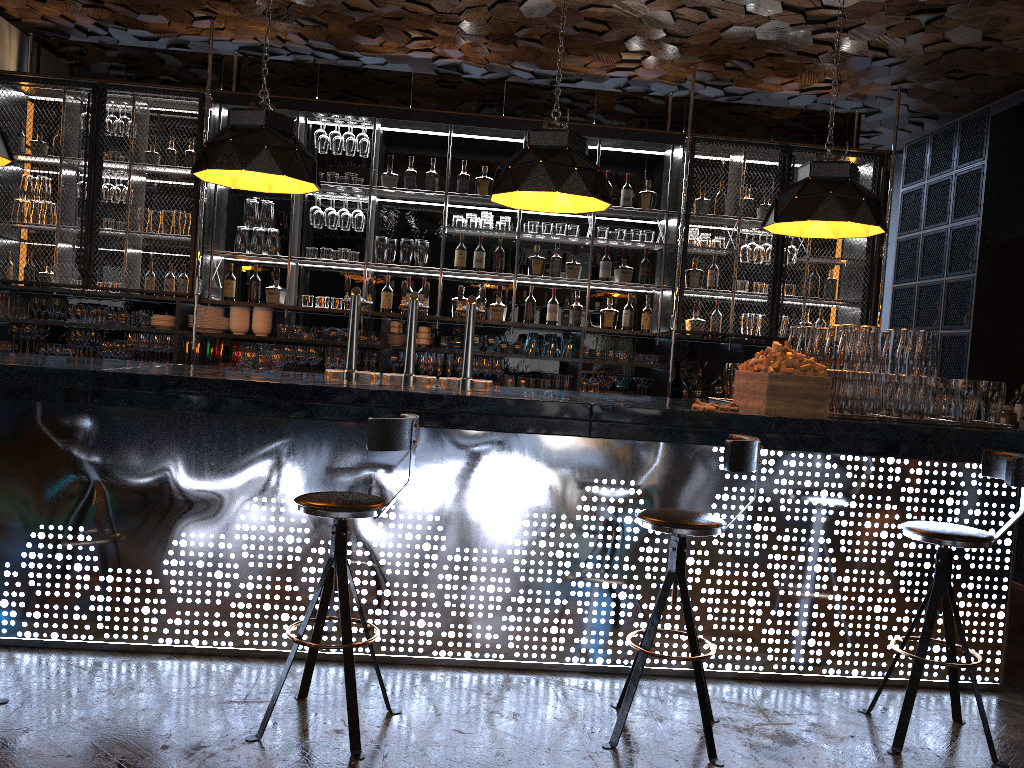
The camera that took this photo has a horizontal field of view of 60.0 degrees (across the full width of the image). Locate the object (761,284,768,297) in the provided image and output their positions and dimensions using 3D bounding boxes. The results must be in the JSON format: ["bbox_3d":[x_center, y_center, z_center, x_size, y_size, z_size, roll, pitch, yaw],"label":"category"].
[{"bbox_3d":[2.006,-0.749,7.102,0.089,0.092,0.089,3,2,-28],"label":"object"}]

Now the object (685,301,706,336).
[{"bbox_3d":[1.443,-0.511,6.973,0.123,0.279,0.123,4,2,-15],"label":"object"}]

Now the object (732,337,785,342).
[{"bbox_3d":[1.986,-0.342,6.977,0.437,0.019,0.273,4,2,-4],"label":"object"}]

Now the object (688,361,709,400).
[{"bbox_3d":[1.465,-0.016,6.923,0.170,0.313,0.170,4,2,-10],"label":"object"}]

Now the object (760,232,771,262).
[{"bbox_3d":[1.984,-1.080,6.909,0.092,0.244,0.092,4,2,-10],"label":"object"}]

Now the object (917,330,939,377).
[{"bbox_3d":[1.900,-0.140,4.059,0.105,0.209,0.105,5,2,21],"label":"object"}]

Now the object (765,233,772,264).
[{"bbox_3d":[2.071,-1.081,7.081,0.092,0.244,0.092,4,2,-10],"label":"object"}]

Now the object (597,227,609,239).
[{"bbox_3d":[0.698,-1.160,6.846,0.089,0.092,0.089,3,2,-18],"label":"object"}]

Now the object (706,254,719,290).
[{"bbox_3d":[1.588,-0.876,6.995,0.086,0.298,0.086,6,3,45],"label":"object"}]

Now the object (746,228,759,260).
[{"bbox_3d":[1.875,-1.088,6.901,0.092,0.244,0.092,4,2,-10],"label":"object"}]

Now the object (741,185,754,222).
[{"bbox_3d":[1.849,-1.423,6.977,0.083,0.282,0.083,4,2,-4],"label":"object"}]

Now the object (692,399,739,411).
[{"bbox_3d":[0.896,0.099,3.951,0.198,0.045,0.377,6,3,34],"label":"object"}]

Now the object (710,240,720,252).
[{"bbox_3d":[1.627,-1.101,7.075,0.089,0.092,0.089,5,2,21],"label":"object"}]

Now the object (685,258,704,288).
[{"bbox_3d":[1.434,-0.861,6.971,0.151,0.248,0.094,4,2,5],"label":"object"}]

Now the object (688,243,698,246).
[{"bbox_3d":[1.403,-1.110,6.882,0.089,0.092,0.089,5,2,21],"label":"object"}]

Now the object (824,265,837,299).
[{"bbox_3d":[2.534,-0.803,7.051,0.083,0.282,0.083,4,2,6],"label":"object"}]

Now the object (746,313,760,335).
[{"bbox_3d":[1.880,-0.444,6.930,0.105,0.209,0.105,3,2,-19],"label":"object"}]

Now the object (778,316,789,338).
[{"bbox_3d":[2.108,-0.428,6.950,0.105,0.209,0.105,3,2,-19],"label":"object"}]

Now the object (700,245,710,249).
[{"bbox_3d":[1.506,-1.104,6.914,0.089,0.092,0.089,5,2,21],"label":"object"}]

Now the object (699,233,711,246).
[{"bbox_3d":[1.507,-1.124,6.913,0.089,0.092,0.089,5,2,21],"label":"object"}]

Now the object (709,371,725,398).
[{"bbox_3d":[1.607,0.029,6.878,0.158,0.248,0.158,4,2,-10],"label":"object"}]

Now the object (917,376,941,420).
[{"bbox_3d":[1.889,0.071,4.015,0.105,0.209,0.105,5,2,21],"label":"object"}]

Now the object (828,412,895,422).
[{"bbox_3d":[1.543,0.139,4.111,0.273,0.019,0.437,4,2,-4],"label":"object"}]

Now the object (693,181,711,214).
[{"bbox_3d":[1.488,-1.444,6.937,0.123,0.279,0.123,4,2,4],"label":"object"}]

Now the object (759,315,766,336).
[{"bbox_3d":[1.996,-0.438,7.001,0.105,0.209,0.105,3,2,-19],"label":"object"}]

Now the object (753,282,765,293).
[{"bbox_3d":[1.944,-0.750,6.985,0.089,0.092,0.089,4,2,-3],"label":"object"}]

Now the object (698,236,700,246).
[{"bbox_3d":[1.528,-1.129,7.073,0.089,0.092,0.089,3,2,-18],"label":"object"}]

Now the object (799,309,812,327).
[{"bbox_3d":[2.332,-0.453,7.052,0.083,0.282,0.083,3,2,-19],"label":"object"}]

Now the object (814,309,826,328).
[{"bbox_3d":[2.457,-0.452,7.074,0.086,0.298,0.086,6,3,45],"label":"object"}]

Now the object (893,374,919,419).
[{"bbox_3d":[1.779,0.064,3.994,0.105,0.209,0.105,5,2,21],"label":"object"}]

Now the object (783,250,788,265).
[{"bbox_3d":[2.174,-1.073,7.088,0.092,0.244,0.092,4,2,-10],"label":"object"}]

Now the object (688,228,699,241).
[{"bbox_3d":[1.406,-1.159,6.880,0.089,0.092,0.089,5,2,21],"label":"object"}]

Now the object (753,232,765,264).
[{"bbox_3d":[1.972,-1.087,7.073,0.092,0.244,0.092,4,2,-10],"label":"object"}]

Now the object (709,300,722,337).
[{"bbox_3d":[1.612,-0.512,7.002,0.086,0.299,0.086,6,3,45],"label":"object"}]

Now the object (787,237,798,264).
[{"bbox_3d":[2.186,-1.067,6.924,0.092,0.244,0.092,4,2,-10],"label":"object"}]

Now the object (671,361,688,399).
[{"bbox_3d":[1.288,-0.026,6.910,0.186,0.307,0.186,4,2,1],"label":"object"}]

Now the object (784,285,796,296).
[{"bbox_3d":[2.187,-0.732,6.987,0.089,0.092,0.089,3,2,-20],"label":"object"}]

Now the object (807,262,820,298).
[{"bbox_3d":[2.399,-0.821,7.044,0.086,0.299,0.086,6,3,45],"label":"object"}]

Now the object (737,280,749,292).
[{"bbox_3d":[1.796,-0.758,6.917,0.089,0.092,0.089,3,2,-20],"label":"object"}]

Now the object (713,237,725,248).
[{"bbox_3d":[1.616,-1.096,6.910,0.089,0.092,0.089,2,3,-43],"label":"object"}]

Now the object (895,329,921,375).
[{"bbox_3d":[1.810,-0.146,4.048,0.105,0.209,0.105,5,2,21],"label":"object"}]

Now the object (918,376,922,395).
[{"bbox_3d":[1.892,0.067,4.125,0.105,0.209,0.105,5,2,21],"label":"object"}]

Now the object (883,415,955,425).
[{"bbox_3d":[1.824,0.158,4.140,0.273,0.019,0.437,4,2,-4],"label":"object"}]

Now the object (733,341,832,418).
[{"bbox_3d":[1.249,-0.033,4.067,0.340,0.332,0.464,4,2,-1],"label":"object"}]

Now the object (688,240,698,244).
[{"bbox_3d":[1.405,-1.132,6.881,0.089,0.092,0.089,5,2,21],"label":"object"}]

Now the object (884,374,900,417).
[{"bbox_3d":[1.783,0.060,4.110,0.105,0.209,0.105,5,2,21],"label":"object"}]

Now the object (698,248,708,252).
[{"bbox_3d":[1.527,-1.109,7.074,0.089,0.092,0.089,2,3,-43],"label":"object"}]

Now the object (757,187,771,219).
[{"bbox_3d":[2.003,-1.410,6.989,0.123,0.279,0.123,4,2,-1],"label":"object"}]

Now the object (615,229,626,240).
[{"bbox_3d":[0.840,-1.151,6.886,0.089,0.092,0.089,4,2,-5],"label":"object"}]

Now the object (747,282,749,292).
[{"bbox_3d":[1.827,-0.759,7.020,0.089,0.092,0.089,2,3,-37],"label":"object"}]

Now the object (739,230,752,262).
[{"bbox_3d":[1.863,-1.095,7.065,0.092,0.244,0.092,4,2,-10],"label":"object"}]

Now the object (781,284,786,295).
[{"bbox_3d":[2.091,-0.737,6.934,0.089,0.092,0.089,3,2,-20],"label":"object"}]

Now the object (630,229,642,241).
[{"bbox_3d":[0.958,-1.142,6.856,0.089,0.092,0.089,6,3,35],"label":"object"}]

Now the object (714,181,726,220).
[{"bbox_3d":[1.637,-1.445,6.964,0.086,0.297,0.086,6,3,45],"label":"object"}]

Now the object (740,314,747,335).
[{"bbox_3d":[1.865,-0.449,7.044,0.105,0.209,0.105,3,2,-19],"label":"object"}]
